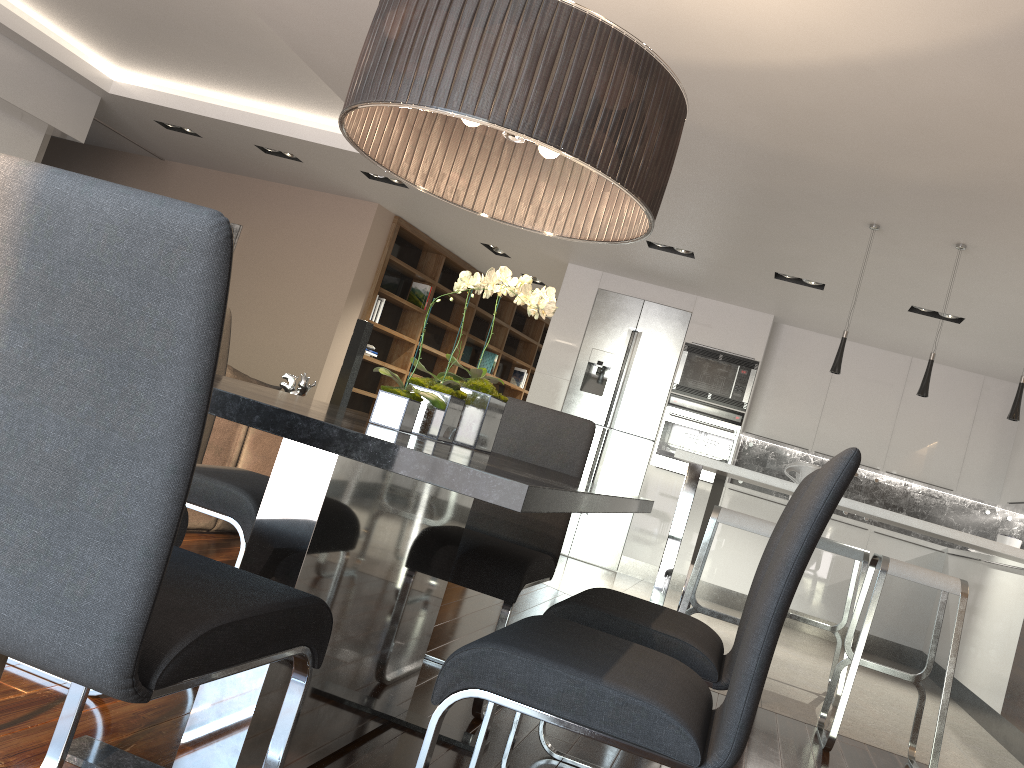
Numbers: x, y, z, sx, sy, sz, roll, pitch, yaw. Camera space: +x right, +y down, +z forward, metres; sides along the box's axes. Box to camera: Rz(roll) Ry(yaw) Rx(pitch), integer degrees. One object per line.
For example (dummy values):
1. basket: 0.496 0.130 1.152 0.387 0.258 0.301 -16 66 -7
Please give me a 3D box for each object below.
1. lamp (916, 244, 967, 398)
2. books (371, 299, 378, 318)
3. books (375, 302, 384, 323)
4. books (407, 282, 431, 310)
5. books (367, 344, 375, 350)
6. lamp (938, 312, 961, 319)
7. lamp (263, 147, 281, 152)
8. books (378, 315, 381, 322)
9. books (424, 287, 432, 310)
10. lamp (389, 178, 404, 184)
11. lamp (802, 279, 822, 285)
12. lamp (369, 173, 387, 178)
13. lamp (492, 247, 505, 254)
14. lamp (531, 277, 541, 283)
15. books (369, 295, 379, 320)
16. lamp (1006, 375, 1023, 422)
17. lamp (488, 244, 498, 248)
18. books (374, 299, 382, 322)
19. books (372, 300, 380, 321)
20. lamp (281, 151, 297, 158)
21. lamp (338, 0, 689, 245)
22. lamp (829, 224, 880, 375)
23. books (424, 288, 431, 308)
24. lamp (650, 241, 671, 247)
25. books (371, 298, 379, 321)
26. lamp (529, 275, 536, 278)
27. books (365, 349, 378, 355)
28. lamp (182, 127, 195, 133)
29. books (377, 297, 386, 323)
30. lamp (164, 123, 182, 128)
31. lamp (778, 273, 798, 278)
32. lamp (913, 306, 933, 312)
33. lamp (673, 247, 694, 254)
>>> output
1. lamp: 2.284 -0.338 4.674 0.056 0.849 0.059 16 -6 14
2. books: -1.349 -0.721 8.198 0.159 0.234 0.023 15 -6 22
3. books: -1.307 -0.689 8.305 0.149 0.206 0.021 15 -6 22
4. books: -0.951 -0.898 8.944 0.186 0.249 0.044 15 -6 22
5. books: -1.388 -0.366 8.371 0.157 0.020 0.202 17 -4 -5
6. lamp: 3.059 -0.502 6.132 0.182 0.077 0.171 18 -4 -15
7. lamp: -1.977 -1.948 7.204 0.171 0.077 0.182 15 -4 20
8. books: -1.307 -0.698 8.351 0.159 0.234 0.023 15 -6 22
9. books: -0.926 -0.890 8.995 0.171 0.252 0.024 15 -6 22
10. lamp: -0.913 -1.642 6.979 0.183 0.077 0.170 18 -4 -21
11. lamp: 2.167 -0.758 6.322 0.178 0.077 0.175 17 -4 -3
12. lamp: -1.080 -1.690 7.014 0.171 0.077 0.182 15 -4 20
13. lamp: -0.104 -1.301 8.491 0.185 0.077 0.168 19 -5 -30
14. lamp: 0.285 -1.125 9.396 0.185 0.077 0.168 19 -5 -30
15. books: -1.352 -0.730 8.177 0.168 0.245 0.019 15 -6 22
16. lamp: 2.710 -0.216 4.583 0.056 0.849 0.059 16 -6 14
17. lamp: -0.177 -1.334 8.324 0.185 0.077 0.168 19 -5 -31
18. books: -1.322 -0.702 8.290 0.146 0.223 0.024 15 -6 22
19. books: -1.327 -0.700 8.234 0.149 0.206 0.021 15 -6 22
20. lamp: -1.811 -1.900 7.169 0.174 0.077 0.179 16 -4 9
21. lamp: 0.130 -1.022 2.240 0.765 1.107 0.840 13 -6 38
22. lamp: 1.858 -0.461 4.764 0.056 0.849 0.059 16 -6 14
23. books: -0.936 -0.894 8.974 0.171 0.252 0.024 15 -6 22
24. lamp: 1.106 -1.063 6.547 0.173 0.077 0.180 16 -4 14
25. books: -1.341 -0.713 8.219 0.146 0.223 0.024 15 -6 22
26. lamp: 0.213 -1.158 9.228 0.185 0.077 0.168 19 -5 -31
27. books: -1.408 -0.328 8.354 0.156 0.023 0.240 15 -4 26
28. lamp: -2.698 -2.155 7.358 0.174 0.077 0.179 16 -4 9
29. books: -1.310 -0.707 8.331 0.168 0.245 0.019 15 -6 22
30. lamp: -2.865 -2.202 7.393 0.171 0.077 0.182 15 -4 20
31. lamp: 2.001 -0.806 6.358 0.173 0.077 0.180 16 -4 14
32. lamp: 2.892 -0.550 6.167 0.180 0.077 0.173 17 -4 -10
33. lamp: 1.272 -1.015 6.512 0.178 0.077 0.175 17 -4 -3
